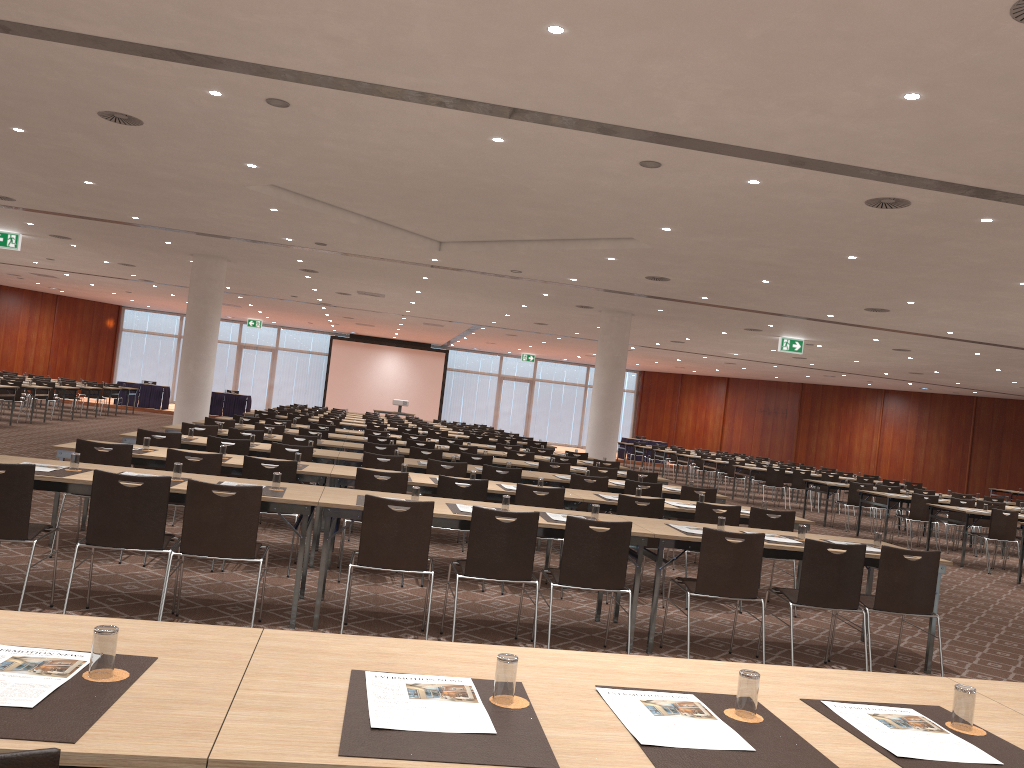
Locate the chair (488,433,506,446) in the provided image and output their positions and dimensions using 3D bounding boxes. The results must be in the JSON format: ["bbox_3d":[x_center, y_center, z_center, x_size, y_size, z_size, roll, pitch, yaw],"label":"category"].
[{"bbox_3d":[-0.426,1.657,21.427,0.536,0.939,0.614,7,-1,-10],"label":"chair"}]

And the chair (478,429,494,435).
[{"bbox_3d":[-0.748,1.674,23.366,0.536,0.939,0.614,7,-1,-7],"label":"chair"}]

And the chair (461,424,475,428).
[{"bbox_3d":[-1.419,1.706,27.309,0.536,0.939,0.614,7,-1,-9],"label":"chair"}]

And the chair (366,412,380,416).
[{"bbox_3d":[-4.582,1.384,28.850,0.536,0.939,0.614,7,-1,-9],"label":"chair"}]

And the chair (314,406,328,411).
[{"bbox_3d":[-6.198,1.192,28.626,0.536,0.939,0.614,7,-1,-8],"label":"chair"}]

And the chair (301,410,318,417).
[{"bbox_3d":[-5.205,1.140,22.666,0.536,0.939,0.614,7,-1,-6],"label":"chair"}]

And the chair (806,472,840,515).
[{"bbox_3d":[7.261,2.519,20.585,0.536,0.939,0.614,7,-1,-10],"label":"chair"}]

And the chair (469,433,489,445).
[{"bbox_3d":[-0.787,1.557,19.341,0.536,0.939,0.614,7,-1,-11],"label":"chair"}]

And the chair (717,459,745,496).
[{"bbox_3d":[5.593,2.380,22.480,0.536,0.939,0.614,7,-1,-8],"label":"chair"}]

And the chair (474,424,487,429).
[{"bbox_3d":[-1.113,1.799,29.387,0.536,0.939,0.614,7,-1,-7],"label":"chair"}]

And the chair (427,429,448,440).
[{"bbox_3d":[-1.654,1.452,19.162,0.536,0.939,0.614,7,-1,-8],"label":"chair"}]

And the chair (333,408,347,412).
[{"bbox_3d":[-5.618,1.259,28.644,0.536,0.939,0.613,7,-1,-11],"label":"chair"}]

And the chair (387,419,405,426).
[{"bbox_3d":[-3.070,1.398,23.061,0.536,0.939,0.614,7,-1,-9],"label":"chair"}]

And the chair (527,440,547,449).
[{"bbox_3d":[0.485,1.711,19.593,0.536,0.939,0.614,7,-1,-7],"label":"chair"}]

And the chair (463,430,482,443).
[{"bbox_3d":[-1.016,1.585,21.295,0.536,0.939,0.614,7,-1,-11],"label":"chair"}]

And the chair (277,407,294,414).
[{"bbox_3d":[-5.819,1.068,22.607,0.536,0.939,0.613,7,-1,-12],"label":"chair"}]

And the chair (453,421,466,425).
[{"bbox_3d":[-1.812,1.717,29.349,0.536,0.939,0.613,7,-1,-10],"label":"chair"}]

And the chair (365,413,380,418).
[{"bbox_3d":[-4.280,1.365,26.915,0.536,0.939,0.614,7,-1,-7],"label":"chair"}]

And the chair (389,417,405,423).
[{"bbox_3d":[-3.303,1.425,25.007,0.536,0.939,0.614,7,-1,-11],"label":"chair"}]

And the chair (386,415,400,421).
[{"bbox_3d":[-3.639,1.441,26.978,0.536,0.939,0.614,7,-1,-6],"label":"chair"}]

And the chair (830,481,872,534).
[{"bbox_3d":[6.511,2.331,16.922,0.536,0.939,0.614,7,-1,-9],"label":"chair"}]

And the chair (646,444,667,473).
[{"bbox_3d":[5.007,2.533,30.431,0.536,0.939,0.613,7,-1,-11],"label":"chair"}]

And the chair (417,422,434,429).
[{"bbox_3d":[-2.326,1.485,23.106,0.536,0.939,0.613,7,-1,-10],"label":"chair"}]

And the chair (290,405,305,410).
[{"bbox_3d":[-6.472,1.103,26.554,0.536,0.939,0.613,7,-1,-12],"label":"chair"}]

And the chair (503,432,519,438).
[{"bbox_3d":[-0.100,1.752,23.508,0.536,0.939,0.614,7,-1,-10],"label":"chair"}]

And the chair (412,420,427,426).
[{"bbox_3d":[-2.689,1.500,25.151,0.536,0.939,0.613,7,-1,-12],"label":"chair"}]

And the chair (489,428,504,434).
[{"bbox_3d":[-0.510,1.758,25.432,0.536,0.939,0.614,7,-1,-8],"label":"chair"}]

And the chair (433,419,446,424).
[{"bbox_3d":[-2.439,1.640,29.168,0.536,0.939,0.613,7,-1,-11],"label":"chair"}]

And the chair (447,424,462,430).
[{"bbox_3d":[-1.702,1.616,25.235,0.536,0.939,0.614,7,-1,-9],"label":"chair"}]

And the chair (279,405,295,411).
[{"bbox_3d":[-6.238,1.072,24.487,0.536,0.939,0.614,7,-1,-8],"label":"chair"}]

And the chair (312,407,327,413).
[{"bbox_3d":[-5.826,1.178,26.582,0.536,0.939,0.614,7,-1,-10],"label":"chair"}]

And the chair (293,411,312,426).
[{"bbox_3d":[-4.917,1.118,20.651,0.536,0.939,0.614,7,-1,-7],"label":"chair"}]

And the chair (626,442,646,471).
[{"bbox_3d":[4.267,2.442,30.227,0.536,0.939,0.614,7,-1,-7],"label":"chair"}]

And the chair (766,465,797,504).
[{"bbox_3d":[6.924,2.538,22.639,0.536,0.939,0.614,7,-1,-10],"label":"chair"}]

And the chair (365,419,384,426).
[{"bbox_3d":[-3.290,1.313,20.920,0.536,0.939,0.614,7,-1,-9],"label":"chair"}]

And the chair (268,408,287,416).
[{"bbox_3d":[-5.477,1.052,20.594,0.536,0.939,0.614,7,-1,-9],"label":"chair"}]

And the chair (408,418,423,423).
[{"bbox_3d":[-2.997,1.517,27.049,0.536,0.939,0.614,7,-1,-7],"label":"chair"}]

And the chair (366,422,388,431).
[{"bbox_3d":[-2.939,1.299,18.986,0.536,0.939,0.614,7,-1,-8],"label":"chair"}]

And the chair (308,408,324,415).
[{"bbox_3d":[-5.497,1.163,24.688,0.536,0.939,0.614,7,-1,-9],"label":"chair"}]

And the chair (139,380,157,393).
[{"bbox_3d":[-13.121,0.357,31.926,0.536,0.939,0.614,7,-1,-7],"label":"chair"}]

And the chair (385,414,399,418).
[{"bbox_3d":[-3.973,1.456,28.915,0.536,0.939,0.614,7,-1,-10],"label":"chair"}]

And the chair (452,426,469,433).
[{"bbox_3d":[-1.412,1.596,23.334,0.536,0.939,0.614,7,-1,-8],"label":"chair"}]

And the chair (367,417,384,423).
[{"bbox_3d":[-3.579,1.335,22.934,0.536,0.939,0.614,7,-1,-8],"label":"chair"}]

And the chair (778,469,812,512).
[{"bbox_3d":[6.606,2.443,20.560,0.536,0.939,0.614,7,-1,-8],"label":"chair"}]

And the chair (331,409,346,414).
[{"bbox_3d":[-5.262,1.246,26.711,0.536,0.939,0.614,7,-1,-7],"label":"chair"}]

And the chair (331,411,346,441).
[{"bbox_3d":[-4.881,1.236,24.747,0.536,0.939,0.614,7,-1,-7],"label":"chair"}]

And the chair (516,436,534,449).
[{"bbox_3d":[0.234,1.735,21.501,0.536,0.939,0.614,7,-1,-7],"label":"chair"}]

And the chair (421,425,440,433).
[{"bbox_3d":[-2.006,1.469,21.209,0.536,0.939,0.613,7,-1,-12],"label":"chair"}]

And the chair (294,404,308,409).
[{"bbox_3d":[-6.823,1.116,28.480,0.536,0.939,0.614,7,-1,-7],"label":"chair"}]

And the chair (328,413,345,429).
[{"bbox_3d":[-4.551,1.218,22.739,0.536,0.939,0.613,7,-1,-12],"label":"chair"}]

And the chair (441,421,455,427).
[{"bbox_3d":[-2.018,1.636,27.288,0.536,0.939,0.614,7,-1,-7],"label":"chair"}]

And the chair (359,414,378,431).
[{"bbox_3d":[-4.017,1.338,24.854,0.536,0.939,0.614,7,-1,-8],"label":"chair"}]

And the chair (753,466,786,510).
[{"bbox_3d":[5.954,2.363,20.370,0.536,0.939,0.614,7,-1,-7],"label":"chair"}]

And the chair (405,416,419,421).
[{"bbox_3d":[-3.325,1.536,29.100,0.536,0.939,0.614,7,-1,-7],"label":"chair"}]

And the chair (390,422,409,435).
[{"bbox_3d":[-2.731,1.381,21.047,0.536,0.939,0.614,7,-1,-10],"label":"chair"}]

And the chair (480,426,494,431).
[{"bbox_3d":[-0.846,1.776,27.439,0.536,0.939,0.614,7,-1,-9],"label":"chair"}]

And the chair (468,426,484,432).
[{"bbox_3d":[-1.108,1.688,25.369,0.536,0.939,0.613,7,-1,-12],"label":"chair"}]

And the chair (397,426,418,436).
[{"bbox_3d":[-2.298,1.377,19.134,0.536,0.939,0.614,7,-1,-10],"label":"chair"}]
